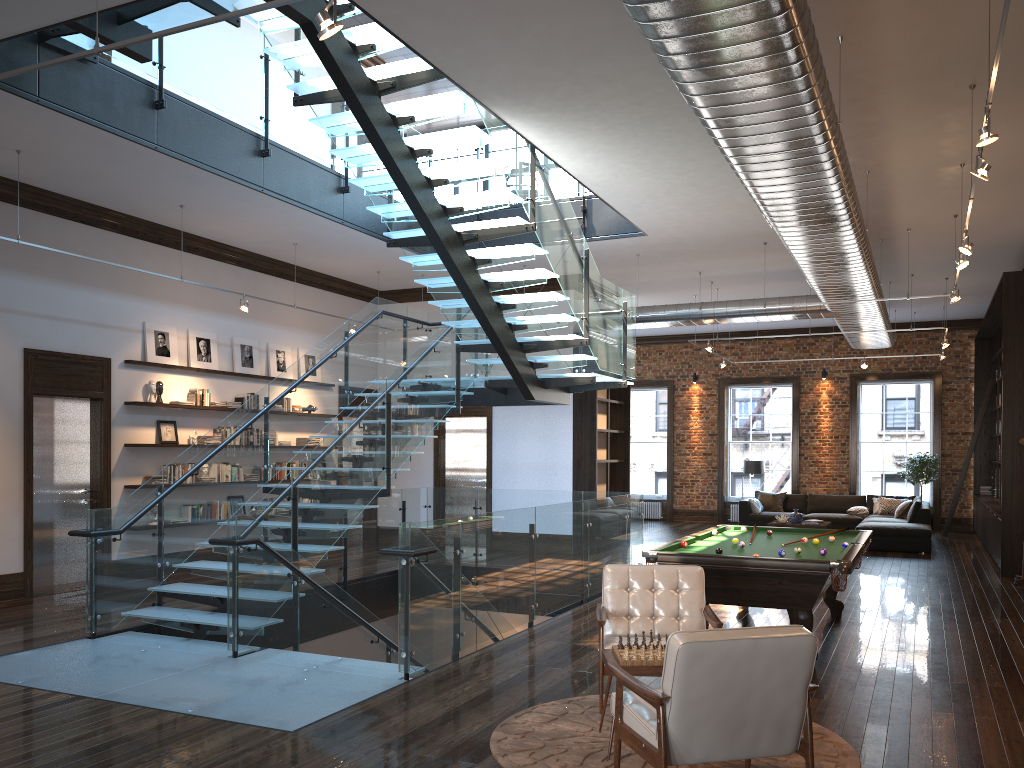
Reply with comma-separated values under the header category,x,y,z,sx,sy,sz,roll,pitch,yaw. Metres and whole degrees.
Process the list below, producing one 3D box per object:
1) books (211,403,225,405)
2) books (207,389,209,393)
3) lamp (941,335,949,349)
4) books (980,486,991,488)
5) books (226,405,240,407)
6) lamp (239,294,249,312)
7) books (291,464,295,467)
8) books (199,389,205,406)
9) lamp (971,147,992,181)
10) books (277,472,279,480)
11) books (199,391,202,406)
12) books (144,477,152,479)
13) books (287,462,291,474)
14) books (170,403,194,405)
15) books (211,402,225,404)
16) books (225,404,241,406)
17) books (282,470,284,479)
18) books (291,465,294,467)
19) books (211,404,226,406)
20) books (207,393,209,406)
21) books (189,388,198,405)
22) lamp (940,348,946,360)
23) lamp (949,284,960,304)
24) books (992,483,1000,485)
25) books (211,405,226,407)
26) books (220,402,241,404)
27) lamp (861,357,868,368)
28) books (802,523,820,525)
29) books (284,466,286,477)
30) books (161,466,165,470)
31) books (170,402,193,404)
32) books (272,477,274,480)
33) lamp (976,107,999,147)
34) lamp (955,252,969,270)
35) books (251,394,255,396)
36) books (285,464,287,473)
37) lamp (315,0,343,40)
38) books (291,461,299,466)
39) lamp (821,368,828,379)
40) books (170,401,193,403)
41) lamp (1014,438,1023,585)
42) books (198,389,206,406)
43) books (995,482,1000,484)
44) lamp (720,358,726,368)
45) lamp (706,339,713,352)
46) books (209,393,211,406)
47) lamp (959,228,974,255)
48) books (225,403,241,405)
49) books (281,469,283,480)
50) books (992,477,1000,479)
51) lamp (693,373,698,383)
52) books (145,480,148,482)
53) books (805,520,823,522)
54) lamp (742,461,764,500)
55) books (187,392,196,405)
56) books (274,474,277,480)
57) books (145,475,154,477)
category,x,y,z,sx,sy,sz,roll,pitch,yaw
books,-4.002,0.270,11.967,0.125,0.014,0.214,-2,-5,25
books,-4.080,0.186,11.815,0.119,0.232,0.014,0,0,25
lamp,7.060,-0.695,14.437,0.113,0.230,0.114,0,-1,1
books,9.662,2.097,18.082,0.199,0.020,0.212,-2,-5,29
books,-3.885,0.309,12.230,0.142,0.011,0.255,-2,-5,26
lamp,-3.335,-1.008,11.034,0.114,0.230,0.113,0,-1,-21
books,-3.343,1.322,13.390,0.126,0.235,0.032,0,0,25
books,-4.113,0.183,11.673,0.164,0.216,0.012,0,0,25
lamp,2.980,-1.401,5.643,0.114,0.230,0.113,0,-1,-1
books,-3.496,1.302,13.081,0.142,0.224,0.014,0,0,25
books,-4.141,0.189,11.631,0.164,0.198,0.029,0,0,25
books,-4.443,1.168,11.026,0.143,0.028,0.219,-2,-5,30
books,-3.381,1.300,13.266,0.161,0.259,0.019,0,0,25
books,-4.255,0.255,11.424,0.141,0.011,0.287,-2,-5,22
books,-3.998,0.258,11.975,0.152,0.013,0.196,-2,-5,25
books,-3.881,0.287,12.228,0.142,0.011,0.256,-2,-5,22
books,-3.437,1.292,13.167,0.128,0.259,0.035,0,0,25
books,-3.356,1.327,13.315,0.166,0.214,0.027,0,0,25
books,-3.991,0.286,11.979,0.159,0.014,0.183,-2,-5,25
books,-4.084,0.211,11.790,0.132,0.178,0.035,0,0,25
books,-4.166,0.171,11.609,0.142,0.228,0.014,0,0,25
lamp,7.906,-0.549,16.256,0.114,0.230,0.113,1,-1,-26
lamp,5.091,-1.036,10.183,0.113,0.230,0.114,0,-1,39
books,9.859,2.026,17.929,0.250,0.020,0.318,-2,-5,25
books,-4.000,0.299,11.968,0.156,0.015,0.211,-2,-5,25
books,-3.885,0.266,12.230,0.141,0.011,0.286,-2,-5,24
lamp,7.076,-0.431,17.814,0.113,0.230,0.114,0,-1,-6
books,5.341,2.498,15.854,0.262,0.024,0.206,0,-4,2
books,-3.429,1.322,13.199,0.159,0.205,0.015,0,0,25
books,-4.383,1.149,11.186,0.125,0.226,0.048,0,0,25
books,-4.257,0.244,11.425,0.142,0.011,0.256,-2,-5,27
books,-3.534,1.292,12.986,0.115,0.229,0.025,0,0,25
lamp,2.689,-1.460,5.018,0.117,0.212,0.117,1,-1,-24
lamp,4.222,-1.187,8.309,0.114,0.230,0.113,0,-1,4
books,-3.713,0.250,12.570,0.162,0.225,0.011,0,0,25
books,-3.419,1.296,13.213,0.144,0.260,0.019,0,0,25
lamp,-0.767,-1.566,3.745,0.113,0.230,0.114,0,-1,14
books,-3.299,1.304,13.460,0.145,0.281,0.006,0,0,25
lamp,6.880,-0.224,19.539,0.126,0.236,0.155,0,-1,25
books,-4.257,0.233,11.425,0.142,0.011,0.256,-2,-5,23
lamp,6.467,1.573,10.977,0.425,1.826,0.506,0,0,30
books,-4.109,0.180,11.719,0.133,0.228,0.025,0,0,25
books,9.879,1.999,17.920,0.183,0.034,0.271,-2,-5,30
lamp,4.280,-0.434,17.943,0.113,0.230,0.114,1,-1,-24
lamp,3.359,-0.657,15.132,0.113,0.230,0.114,1,-1,-44
books,-4.071,0.212,11.825,0.128,0.182,0.012,0,0,25
lamp,3.942,-1.235,7.706,0.114,0.230,0.113,1,-1,-36
books,-3.883,0.277,12.229,0.142,0.011,0.256,-2,-5,27
books,-3.452,1.291,13.146,0.128,0.259,0.035,0,0,25
books,9.853,1.896,17.926,0.260,0.028,0.316,-2,-5,25
lamp,4.282,-0.141,20.747,0.126,0.236,0.155,0,-1,25
books,-4.440,1.208,11.046,0.154,0.028,0.191,-1,-5,20
books,5.502,2.496,16.154,0.262,0.028,0.206,3,-5,-33
lamp,4.879,2.317,18.316,0.420,1.466,0.687,0,0,-35
books,-4.187,0.196,11.583,0.128,0.176,0.050,0,0,25
books,-3.511,1.293,13.024,0.136,0.235,0.014,0,0,25
books,-4.438,1.148,11.044,0.135,0.014,0.216,-2,-5,25
